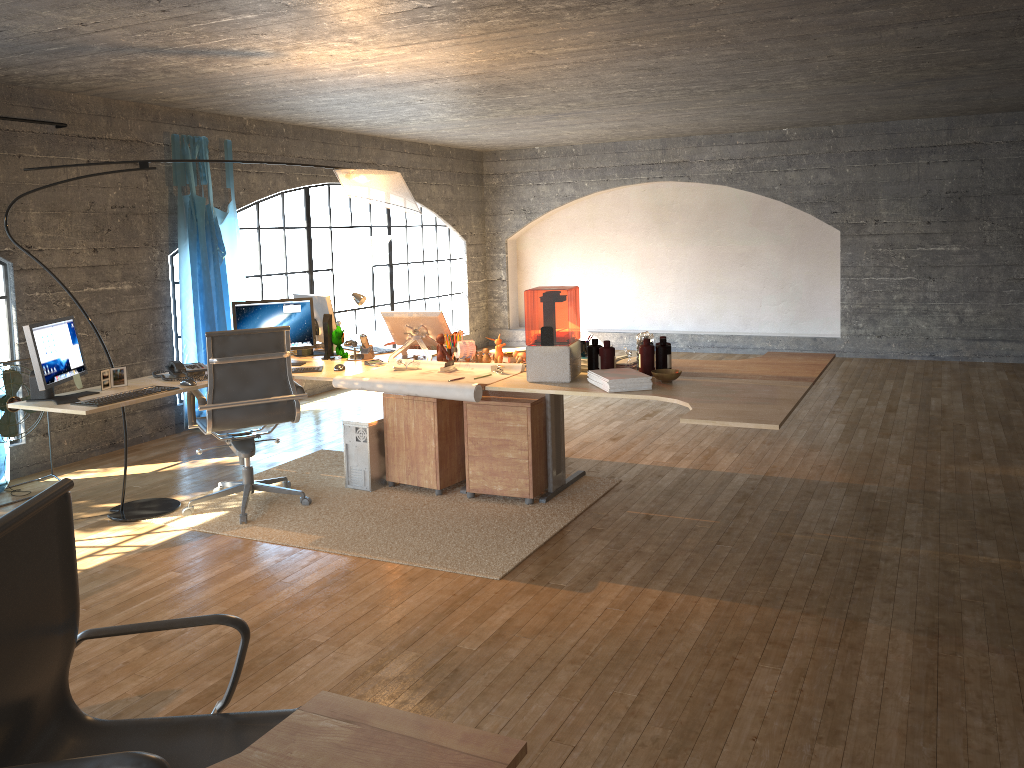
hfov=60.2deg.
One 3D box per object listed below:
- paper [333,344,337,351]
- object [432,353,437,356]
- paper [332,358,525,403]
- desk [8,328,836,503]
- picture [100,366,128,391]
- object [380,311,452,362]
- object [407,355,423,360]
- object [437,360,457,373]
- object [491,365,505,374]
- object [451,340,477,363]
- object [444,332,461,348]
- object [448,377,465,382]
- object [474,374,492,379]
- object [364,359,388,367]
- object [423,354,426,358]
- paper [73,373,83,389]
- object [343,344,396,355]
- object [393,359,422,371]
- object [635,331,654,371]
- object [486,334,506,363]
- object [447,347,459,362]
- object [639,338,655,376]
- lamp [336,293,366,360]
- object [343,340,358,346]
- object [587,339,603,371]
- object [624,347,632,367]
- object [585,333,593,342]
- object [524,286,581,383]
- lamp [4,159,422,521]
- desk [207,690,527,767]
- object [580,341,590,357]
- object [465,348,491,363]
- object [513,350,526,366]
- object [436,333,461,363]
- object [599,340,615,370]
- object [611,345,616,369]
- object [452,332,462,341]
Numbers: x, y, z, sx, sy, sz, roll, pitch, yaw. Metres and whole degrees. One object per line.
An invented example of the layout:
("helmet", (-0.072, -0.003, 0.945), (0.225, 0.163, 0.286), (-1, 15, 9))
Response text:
("paper", (-1.114, -0.242, 5.567), (0.019, 0.074, 0.079), (-6, 8, -38))
("object", (-0.471, -0.185, 5.479), (0.008, 0.007, 0.148), (1, 10, 19))
("paper", (-0.436, -0.029, 4.679), (0.852, 0.112, 0.588), (3, 11, 26))
("desk", (-0.129, 0.272, 4.945), (3.473, 0.732, 3.293), (3, 11, 26))
("picture", (-2.076, -0.030, 4.584), (0.032, 0.104, 0.160), (1, 8, 27))
("object", (-0.569, -0.298, 5.308), (0.395, 0.297, 0.289), (1, 7, 17))
("object", (-0.593, -0.165, 5.339), (0.107, 0.024, 0.097), (6, 12, 40))
("object", (-0.355, -0.098, 4.817), (0.049, 0.055, 0.131), (2, 10, 26))
("object", (-0.076, -0.079, 4.700), (0.022, 0.042, 0.136), (-5, 10, -26))
("object", (-0.270, -0.183, 5.065), (0.155, 0.134, 0.099), (-6, 8, -29))
("object", (-0.340, -0.218, 5.148), (0.100, 0.174, 0.106), (0, 6, 13))
("object", (-0.281, -0.023, 4.510), (0.012, 0.009, 0.126), (5, 12, 39))
("object", (-0.151, -0.038, 4.573), (0.008, 0.007, 0.148), (3, 11, 35))
("object", (-0.778, -0.123, 5.130), (0.110, 0.022, 0.139), (-11, 13, -43))
("object", (-0.540, -0.175, 5.427), (0.012, 0.009, 0.127), (-3, 10, -11))
("paper", (-2.168, -0.013, 4.414), (0.018, 0.073, 0.078), (-2, 7, -3))
("object", (-0.944, -0.230, 5.813), (0.188, 0.011, 0.493), (-9, 12, -38))
("object", (-0.582, -0.109, 4.904), (0.159, 0.064, 0.054), (-3, 7, -7))
("object", (0.688, -0.163, 4.564), (0.095, 0.212, 0.099), (1, 6, 24))
("object", (-0.082, -0.190, 4.914), (0.094, 0.187, 0.085), (-6, 7, -40))
("object", (-0.342, -0.172, 5.155), (0.077, 0.081, 0.077), (5, 10, 44))
("object", (0.684, -0.138, 4.474), (0.080, 0.185, 0.080), (3, 7, 43))
("lamp", (-0.974, -0.353, 5.374), (0.207, 0.406, 0.106), (2, 6, 37))
("object", (-1.117, -0.287, 6.112), (0.101, 0.034, 0.059), (-7, 10, -29))
("object", (0.427, -0.139, 4.529), (0.079, 0.185, 0.080), (2, 6, 34))
("object", (0.613, -0.134, 4.669), (0.037, 0.119, 0.075), (-2, 6, 0))
("object", (0.394, -0.235, 4.736), (0.076, 0.101, 0.153), (-6, 9, -34))
("object", (0.210, -0.258, 4.462), (0.222, 0.454, 0.272), (0, 6, 16))
("lamp", (-3.485, -0.129, 4.366), (6.248, 1.919, 0.388), (-5, 5, -18))
("desk", (-1.607, 0.839, 1.935), (3.512, 0.732, 1.652), (3, 10, 27))
("object", (0.379, -0.187, 4.725), (0.077, 0.081, 0.078), (-1, 7, 5))
("object", (-0.195, -0.184, 5.098), (0.074, 0.119, 0.216), (-8, 10, -44))
("object", (0.066, -0.146, 4.952), (0.181, 0.081, 0.145), (-8, 10, -33))
("object", (-0.391, -0.204, 5.088), (0.094, 0.176, 0.226), (-6, 9, -36))
("object", (0.479, -0.126, 4.443), (0.080, 0.185, 0.080), (3, 7, 43))
("object", (0.527, -0.135, 4.667), (0.039, 0.127, 0.135), (0, 7, 21))
("object", (-0.312, -0.243, 5.306), (0.105, 0.142, 0.105), (-2, 6, 0))
